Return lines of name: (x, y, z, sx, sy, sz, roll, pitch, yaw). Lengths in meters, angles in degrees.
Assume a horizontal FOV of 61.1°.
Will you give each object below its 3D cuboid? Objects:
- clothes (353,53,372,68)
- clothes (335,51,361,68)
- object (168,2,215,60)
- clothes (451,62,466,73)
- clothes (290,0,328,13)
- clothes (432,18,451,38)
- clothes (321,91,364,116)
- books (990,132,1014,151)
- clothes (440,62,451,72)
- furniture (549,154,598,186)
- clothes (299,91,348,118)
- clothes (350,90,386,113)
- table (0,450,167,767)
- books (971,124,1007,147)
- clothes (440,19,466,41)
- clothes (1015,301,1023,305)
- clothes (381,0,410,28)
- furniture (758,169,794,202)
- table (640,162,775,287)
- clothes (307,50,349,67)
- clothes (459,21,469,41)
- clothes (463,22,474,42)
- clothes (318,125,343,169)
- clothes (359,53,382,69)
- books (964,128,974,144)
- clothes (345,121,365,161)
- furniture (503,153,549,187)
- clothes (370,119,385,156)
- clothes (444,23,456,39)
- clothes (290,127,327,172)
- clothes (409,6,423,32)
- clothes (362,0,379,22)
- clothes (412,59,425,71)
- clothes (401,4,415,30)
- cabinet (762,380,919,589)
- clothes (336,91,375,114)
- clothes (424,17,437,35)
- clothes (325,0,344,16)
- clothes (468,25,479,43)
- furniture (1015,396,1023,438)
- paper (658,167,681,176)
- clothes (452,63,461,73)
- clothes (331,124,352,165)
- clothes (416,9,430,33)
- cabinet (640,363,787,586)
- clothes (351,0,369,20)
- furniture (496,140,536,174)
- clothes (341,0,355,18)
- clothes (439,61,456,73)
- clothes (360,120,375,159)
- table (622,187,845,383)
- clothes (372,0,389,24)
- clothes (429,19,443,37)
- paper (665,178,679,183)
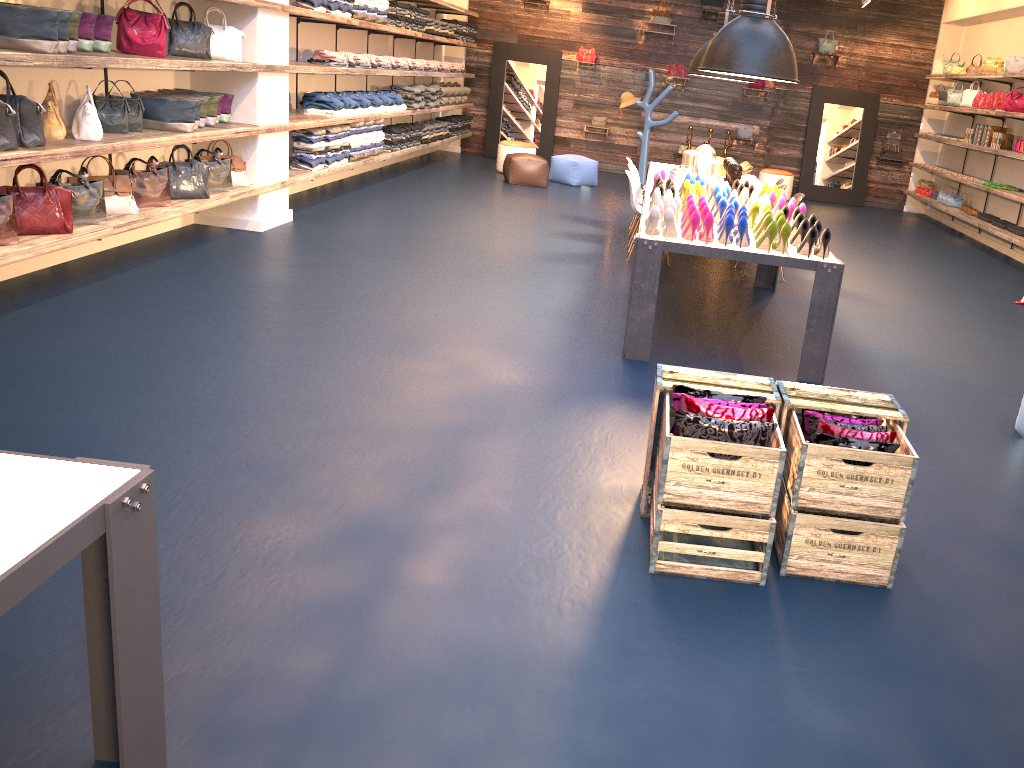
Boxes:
clothes: (-1.727, -3.535, 9.484, 0.335, 0.155, 0.341, 16, 21, 23)
clothes: (-1.768, -3.408, 9.109, 0.322, 0.151, 0.358, 7, 20, -2)
object: (-2.368, -2.565, 6.290, 0.180, 0.377, 0.463, 18, 22, 36)
clothes: (-0.911, -5.124, 14.057, 0.322, 0.151, 0.358, 7, 20, -2)
clothes: (-1.834, -3.607, 7.900, 0.248, 0.401, 0.333, 9, 18, 11)
clothes: (-1.109, -5.096, 12.398, 0.404, 0.245, 0.365, 11, 19, 12)
clothes: (-1.836, -2.962, 9.142, 0.407, 0.235, 0.457, 13, 20, 18)
books: (6.643, -3.289, 11.769, 0.181, 0.208, 0.339, 8, 19, 5)
clothes: (-1.111, -4.768, 13.039, 0.335, 0.155, 0.341, 16, 21, 23)
furniture: (0.932, -3.220, 13.009, 0.606, 0.413, 0.706, 23, 25, 40)
clothes: (-1.910, -2.814, 8.714, 0.423, 0.235, 0.440, 8, 19, 3)
clothes: (-1.700, -3.234, 9.927, 0.423, 0.235, 0.440, 8, 19, 3)
table: (-1.570, 0.860, 0.628, 1.228, 0.723, 2.614, 9, 20, 5)
books: (6.717, -3.493, 12.232, 0.238, 0.281, 0.656, 8, 19, 5)
clothes: (-0.903, -5.368, 13.146, 0.366, 0.292, 0.338, 8, 18, 5)
clothes: (5.195, -1.364, 8.189, 0.476, 1.355, 0.344, 2, 16, -10)
clothes: (-1.416, -4.340, 10.182, 0.366, 0.292, 0.338, 8, 18, 5)
furniture: (4.380, -3.318, 14.451, 0.574, 0.469, 0.600, 8, 19, 6)
table: (1.940, -1.699, 8.819, 1.228, 0.723, 2.614, 9, 20, 5)
clothes: (-1.848, -3.293, 8.788, 0.335, 0.155, 0.341, 16, 21, 23)
clothes: (-0.859, -5.478, 13.461, 0.374, 0.292, 0.321, 4, 18, -8)
clothes: (-0.805, -5.588, 13.776, 0.351, 0.292, 0.314, 8, 18, 3)
clothes: (-1.855, -2.367, 8.625, 0.248, 0.401, 0.333, 9, 18, 11)
clothes: (-1.648, -3.650, 9.805, 0.322, 0.151, 0.358, 7, 20, -2)
books: (6.763, -3.619, 12.700, 0.179, 0.205, 0.328, 8, 19, 6)
clothes: (-1.754, -2.621, 9.300, 0.260, 0.445, 0.353, 11, 18, 17)
furniture: (0.199, -3.054, 12.295, 0.674, 0.413, 0.639, 3, 19, -12)
clothes: (-1.639, -2.852, 9.965, 0.260, 0.445, 0.353, 11, 18, 17)
clothes: (-1.042, -5.228, 12.781, 0.417, 0.245, 0.355, 7, 19, 0)
clothes: (-1.939, -2.254, 8.288, 0.248, 0.401, 0.333, 9, 18, 11)
clothes: (-1.318, -4.560, 10.812, 0.351, 0.292, 0.314, 8, 18, 3)
clothes: (-1.594, -4.084, 9.228, 0.260, 0.445, 0.353, 11, 18, 17)
clothes: (-1.359, -4.271, 11.608, 0.335, 0.155, 0.341, 16, 21, 23)
clothes: (-1.373, -4.450, 10.497, 0.374, 0.292, 0.321, 4, 18, -8)
cabinet: (1.218, 0.361, 3.265, 0.469, 0.536, 0.572, 7, 18, 4)
clothes: (-1.768, -3.097, 9.530, 0.423, 0.235, 0.440, 8, 19, 3)
clothes: (-1.245, -4.824, 11.613, 0.404, 0.245, 0.365, 11, 19, 12)
clothes: (-1.750, -3.720, 8.237, 0.248, 0.401, 0.333, 9, 18, 11)
clothes: (-0.750, -5.698, 14.093, 0.345, 0.292, 0.320, 10, 18, 9)
furniture: (3.071, 0.178, 4.611, 0.649, 0.413, 0.663, 7, 19, 2)
paper: (1.735, -2.217, 9.082, 0.324, 0.013, 0.761, 13, 21, 13)
clothes: (-0.991, -5.009, 13.735, 0.335, 0.155, 0.341, 16, 21, 23)
clothes: (-1.826, -2.481, 8.943, 0.248, 0.401, 0.333, 9, 18, 11)
clothes: (-1.264, -4.670, 11.129, 0.345, 0.292, 0.320, 10, 18, 9)
cabinet: (1.738, 0.536, 2.983, 2.705, 0.535, 0.789, 13, 20, 14)
clothes: (-1.649, -3.974, 8.912, 0.260, 0.445, 0.353, 11, 18, 17)
furniture: (0.067, -3.430, 13.179, 0.574, 0.469, 0.600, 8, 19, 6)
clothes: (-1.721, -3.834, 8.555, 0.248, 0.401, 0.333, 9, 18, 11)
clothes: (-1.032, -4.883, 13.361, 0.322, 0.151, 0.358, 7, 20, -2)
clothes: (-1.699, -2.731, 9.616, 0.260, 0.445, 0.353, 11, 18, 17)
table: (1.514, -0.847, 6.362, 1.228, 0.723, 2.614, 9, 20, 5)
clothes: (-1.534, -4.204, 9.577, 0.260, 0.445, 0.353, 11, 18, 17)
clothes: (-1.178, -4.956, 11.996, 0.417, 0.245, 0.355, 7, 19, 0)
paper: (1.695, -1.957, 8.364, 0.788, 0.013, 0.312, -12, 28, -43)
